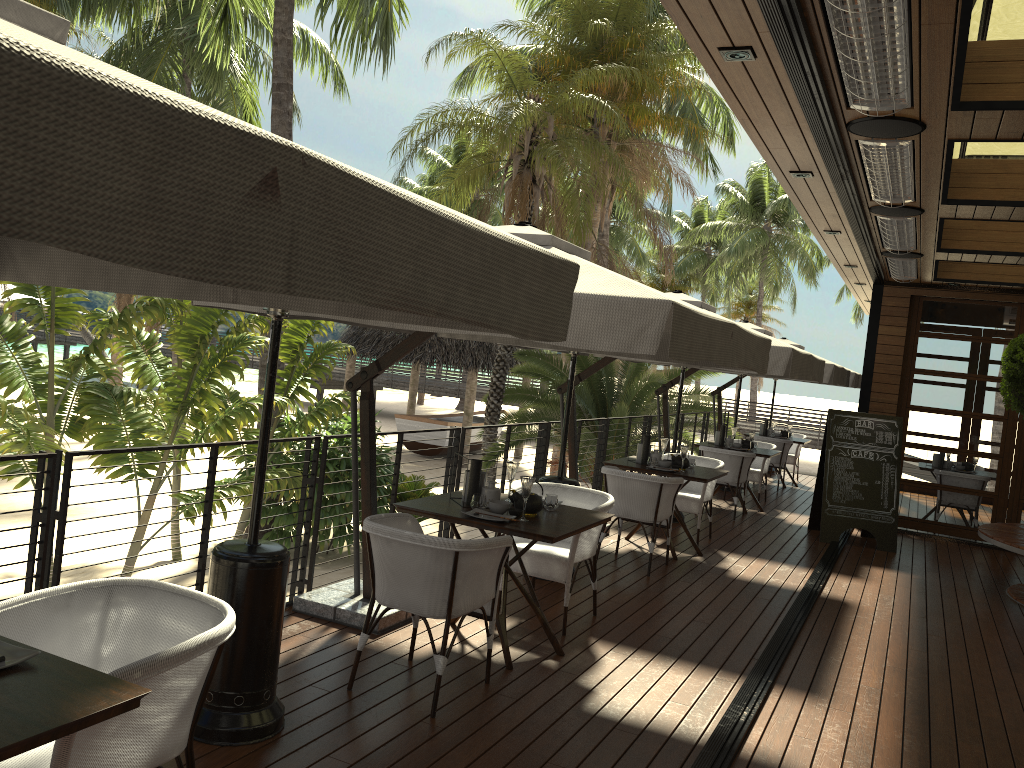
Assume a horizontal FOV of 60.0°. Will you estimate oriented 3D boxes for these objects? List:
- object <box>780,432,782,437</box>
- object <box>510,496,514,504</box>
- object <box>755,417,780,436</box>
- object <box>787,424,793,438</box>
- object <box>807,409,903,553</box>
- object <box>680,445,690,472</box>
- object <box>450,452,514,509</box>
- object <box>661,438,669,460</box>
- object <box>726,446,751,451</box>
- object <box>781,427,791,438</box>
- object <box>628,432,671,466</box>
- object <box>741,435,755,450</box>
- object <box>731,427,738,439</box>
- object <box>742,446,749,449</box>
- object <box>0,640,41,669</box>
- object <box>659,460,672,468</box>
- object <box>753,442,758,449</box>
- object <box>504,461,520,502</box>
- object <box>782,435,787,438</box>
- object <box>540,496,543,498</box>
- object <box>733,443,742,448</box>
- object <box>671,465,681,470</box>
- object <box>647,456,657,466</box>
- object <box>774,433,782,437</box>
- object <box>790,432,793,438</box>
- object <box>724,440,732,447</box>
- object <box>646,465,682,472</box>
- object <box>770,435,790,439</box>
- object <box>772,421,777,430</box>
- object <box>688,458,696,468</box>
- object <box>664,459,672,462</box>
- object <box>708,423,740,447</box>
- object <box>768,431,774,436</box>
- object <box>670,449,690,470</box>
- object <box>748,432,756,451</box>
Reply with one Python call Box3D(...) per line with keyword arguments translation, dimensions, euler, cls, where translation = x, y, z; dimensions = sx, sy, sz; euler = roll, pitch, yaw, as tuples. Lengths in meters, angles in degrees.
Box3D(translation=(4.366, 0.819, 14.268), dimensions=(0.116, 0.065, 0.116), euler=(8, 2, 29), cls="object")
Box3D(translation=(0.021, 0.668, 5.087), dimensions=(0.080, 0.042, 0.080), euler=(6, 2, -14), cls="object")
Box3D(translation=(4.080, 0.690, 14.181), dimensions=(0.263, 0.264, 0.264), euler=(6, 2, -20), cls="object")
Box3D(translation=(4.323, 0.745, 13.824), dimensions=(0.082, 0.227, 0.082), euler=(7, 1, 26), cls="object")
Box3D(translation=(3.741, 1.004, 9.595), dimensions=(0.769, 1.396, 0.771), euler=(7, 1, 9), cls="object")
Box3D(translation=(1.480, 0.645, 7.660), dimensions=(0.082, 0.227, 0.082), euler=(7, 1, 14), cls="object")
Box3D(translation=(-0.172, 0.539, 4.960), dimensions=(0.263, 0.264, 0.264), euler=(6, 2, -20), cls="object")
Box3D(translation=(1.403, 0.616, 8.212), dimensions=(0.082, 0.227, 0.082), euler=(7, 1, 26), cls="object")
Box3D(translation=(2.729, 0.783, 10.676), dimensions=(0.295, 0.025, 0.170), euler=(8, 2, 25), cls="object")
Box3D(translation=(4.345, 0.766, 14.057), dimensions=(0.168, 0.179, 0.163), euler=(7, 2, 23), cls="object")
Box3D(translation=(1.238, 0.589, 8.018), dimensions=(0.263, 0.264, 0.264), euler=(6, 2, -20), cls="object")
Box3D(translation=(2.917, 0.716, 10.961), dimensions=(0.168, 0.179, 0.163), euler=(7, 2, 23), cls="object")
Box3D(translation=(2.818, 0.666, 11.279), dimensions=(0.082, 0.227, 0.082), euler=(7, 1, 26), cls="object")
Box3D(translation=(2.842, 0.783, 10.798), dimensions=(0.080, 0.042, 0.080), euler=(7, 2, 16), cls="object")
Box3D(translation=(-1.295, 0.635, 2.111), dimensions=(0.295, 0.025, 0.170), euler=(8, 2, 25), cls="object")
Box3D(translation=(1.340, 0.710, 7.771), dimensions=(0.116, 0.065, 0.116), euler=(7, 2, 23), cls="object")
Box3D(translation=(3.046, 0.771, 11.141), dimensions=(0.086, 0.086, 0.086), euler=(7, 2, 29), cls="object")
Box3D(translation=(-0.007, 0.566, 5.154), dimensions=(0.082, 0.227, 0.082), euler=(7, 1, 26), cls="object")
Box3D(translation=(4.270, 0.833, 13.894), dimensions=(0.080, 0.042, 0.080), euler=(6, 2, -7), cls="object")
Box3D(translation=(0.113, 0.669, 5.047), dimensions=(0.116, 0.065, 0.116), euler=(7, 2, 23), cls="object")
Box3D(translation=(2.754, 0.760, 10.838), dimensions=(0.116, 0.065, 0.116), euler=(8, 2, 29), cls="object")
Box3D(translation=(1.427, 0.733, 7.731), dimensions=(0.080, 0.042, 0.080), euler=(6, 2, -14), cls="object")
Box3D(translation=(1.233, 0.685, 7.798), dimensions=(0.086, 0.086, 0.086), euler=(7, 2, 29), cls="object")
Box3D(translation=(4.182, 0.810, 13.934), dimensions=(0.116, 0.065, 0.116), euler=(8, 2, 29), cls="object")
Box3D(translation=(4.474, 0.821, 14.237), dimensions=(0.086, 0.086, 0.086), euler=(7, 2, 29), cls="object")
Box3D(translation=(2.648, 0.735, 10.866), dimensions=(0.086, 0.086, 0.086), euler=(7, 2, 29), cls="object")
Box3D(translation=(1.315, 0.733, 7.609), dimensions=(0.295, 0.025, 0.170), euler=(8, 2, 25), cls="object")
Box3D(translation=(4.157, 0.833, 13.772), dimensions=(0.295, 0.025, 0.170), euler=(8, 2, 25), cls="object")
Box3D(translation=(4.245, 0.716, 14.375), dimensions=(0.082, 0.227, 0.082), euler=(7, 1, 26), cls="object")
Box3D(translation=(1.631, 0.721, 8.073), dimensions=(0.086, 0.086, 0.086), euler=(7, 2, 29), cls="object")
Box3D(translation=(1.432, 0.718, 8.145), dimensions=(0.080, 0.042, 0.080), euler=(6, 2, -14), cls="object")
Box3D(translation=(2.653, 0.639, 11.085), dimensions=(0.263, 0.264, 0.264), euler=(6, 2, -20), cls="object")
Box3D(translation=(4.076, 0.786, 13.962), dimensions=(0.086, 0.086, 0.086), euler=(7, 2, 29), cls="object")
Box3D(translation=(1.504, 0.666, 7.890), dimensions=(0.163, 0.179, 0.168), euler=(7, 2, 27), cls="object")
Box3D(translation=(2.895, 0.695, 10.728), dimensions=(0.082, 0.227, 0.082), euler=(7, 1, 26), cls="object")
